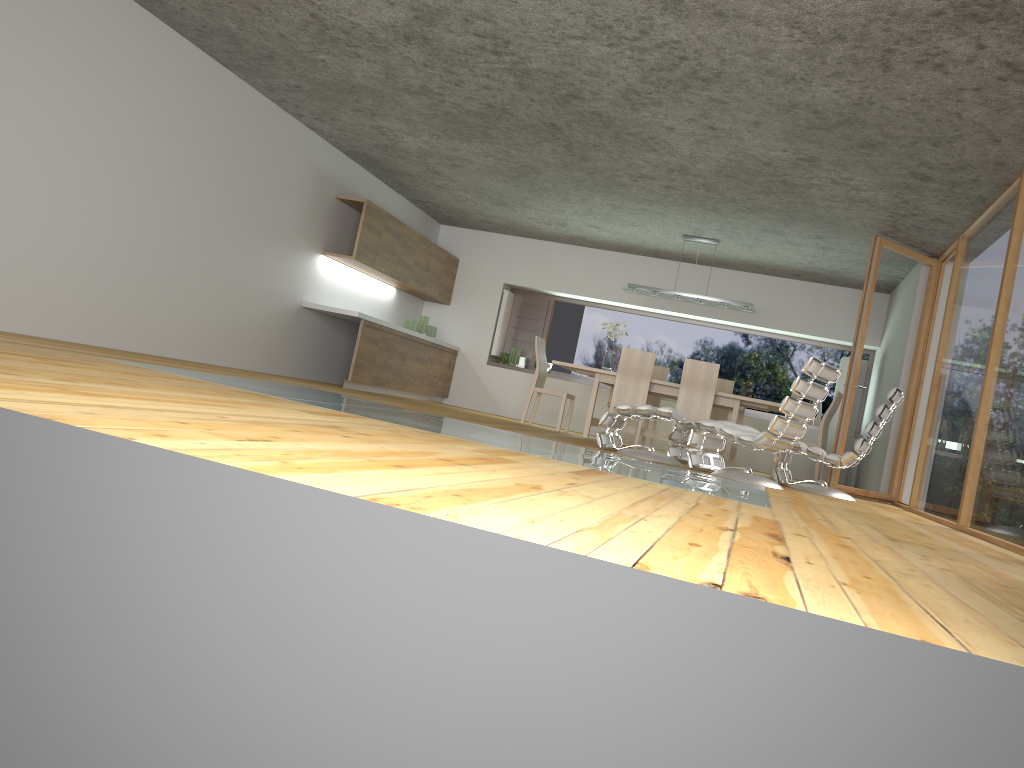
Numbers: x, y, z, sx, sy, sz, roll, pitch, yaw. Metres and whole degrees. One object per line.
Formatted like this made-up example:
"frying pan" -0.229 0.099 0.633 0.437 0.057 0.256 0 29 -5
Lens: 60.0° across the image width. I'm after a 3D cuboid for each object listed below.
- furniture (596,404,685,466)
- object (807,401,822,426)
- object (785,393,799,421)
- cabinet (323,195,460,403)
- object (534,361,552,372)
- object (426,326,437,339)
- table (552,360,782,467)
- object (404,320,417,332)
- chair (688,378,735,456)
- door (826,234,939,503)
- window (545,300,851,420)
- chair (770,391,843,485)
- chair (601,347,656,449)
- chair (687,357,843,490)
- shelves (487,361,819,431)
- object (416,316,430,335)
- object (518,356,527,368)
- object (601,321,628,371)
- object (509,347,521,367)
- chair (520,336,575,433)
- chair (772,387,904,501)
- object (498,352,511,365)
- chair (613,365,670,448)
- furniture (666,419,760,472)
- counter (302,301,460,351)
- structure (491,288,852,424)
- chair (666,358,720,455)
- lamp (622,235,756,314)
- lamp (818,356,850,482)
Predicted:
"furniture" 1.091 0.377 7.172 0.687 0.440 0.568 11 -2 22
"object" 3.794 0.333 11.062 0.153 0.385 0.153 11 -3 12
"object" 3.536 0.281 11.137 0.153 0.385 0.153 11 -3 12
"cabinet" -1.384 -0.874 10.831 0.657 2.007 3.084 11 -2 16
"object" 0.415 -0.228 12.074 0.246 0.137 0.247 13 -2 -39
"object" -1.059 -0.669 11.483 0.112 0.160 0.111 10 -3 40
"table" 1.709 0.393 9.812 2.504 0.757 1.197 11 -2 19
"object" -1.287 -0.722 11.194 0.112 0.160 0.111 10 -3 40
"chair" 2.384 0.415 10.574 0.405 1.018 0.505 11 -2 14
"door" 3.528 -0.118 8.393 0.932 2.421 0.163 13 -3 -29
"window" 2.465 -0.293 11.794 4.193 0.980 0.012 11 -3 16
"chair" 3.116 0.546 9.361 0.507 1.018 0.403 10 -3 29
"chair" 1.235 0.153 9.409 0.404 1.018 0.505 12 -2 5
"chair" 1.886 0.264 6.690 0.916 0.970 0.567 10 -3 41
"shelves" 2.008 0.194 11.621 4.878 0.054 0.403 12 -1 16
"object" -1.143 -0.739 11.315 0.100 0.259 0.098 10 -3 40
"object" 0.144 -0.294 12.208 0.111 0.160 0.112 12 -2 0
"object" 1.137 -0.421 10.083 0.305 0.609 0.301 11 -3 19
"object" 0.038 -0.367 12.108 0.099 0.259 0.099 11 -3 20
"chair" 0.458 0.006 10.228 0.507 1.018 0.403 11 -3 19
"chair" 2.739 0.457 7.498 0.916 0.970 0.567 11 -2 26
"object" -0.100 -0.346 12.206 0.111 0.160 0.112 13 -3 -35
"chair" 1.561 0.245 10.667 0.405 1.018 0.504 11 -3 27
"furniture" 1.782 0.531 7.708 0.567 0.440 0.687 13 -2 -39
"counter" -1.457 -0.657 10.729 0.653 0.054 3.277 12 -1 16
"structure" 2.124 -0.336 11.668 4.882 1.155 0.524 11 -2 16
"chair" 1.881 0.284 9.161 0.405 1.018 0.505 11 -2 15
"lamp" 2.056 -1.282 9.974 1.492 0.720 0.289 11 -2 16
"lamp" 3.943 0.443 10.571 0.280 1.502 0.279 11 -3 16
